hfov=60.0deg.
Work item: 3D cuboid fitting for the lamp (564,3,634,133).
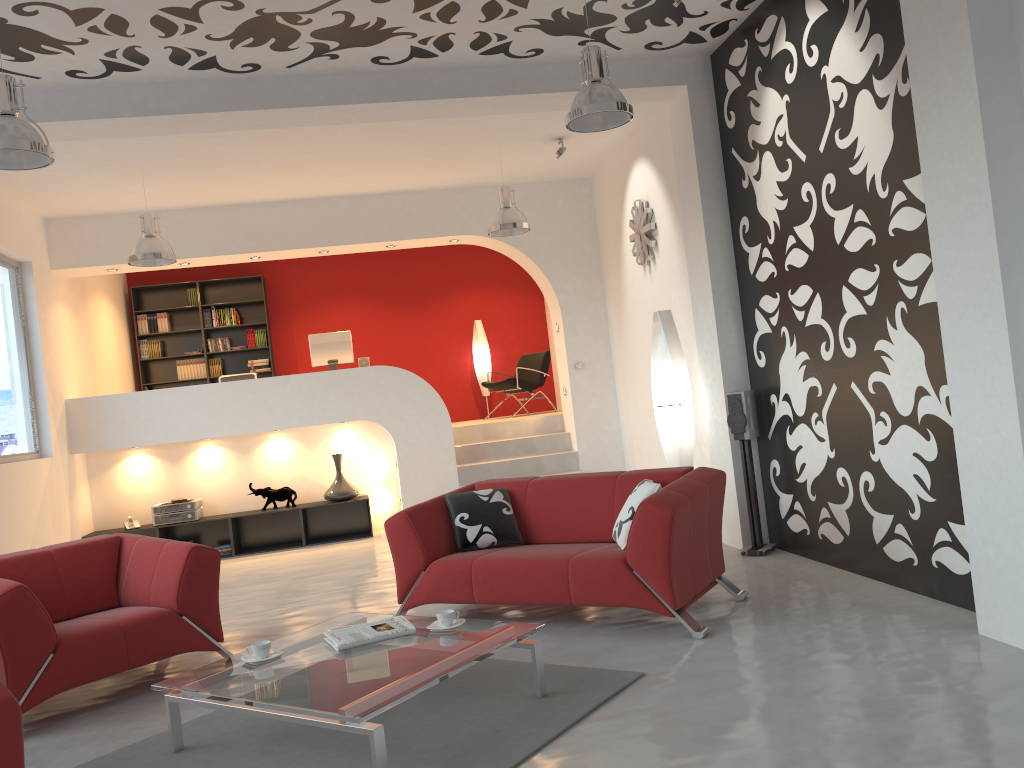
[{"bbox_3d":[0.435,-1.840,4.891,0.379,0.800,0.379,-6,-1,-17],"label":"lamp"}]

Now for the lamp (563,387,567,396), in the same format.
[{"bbox_3d":[0.576,0.080,9.677,0.011,0.105,0.105,-7,-1,-10],"label":"lamp"}]

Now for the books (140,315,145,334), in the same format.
[{"bbox_3d":[-4.749,-0.754,11.457,0.040,0.260,0.200,-7,-1,-10],"label":"books"}]

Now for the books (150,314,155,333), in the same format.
[{"bbox_3d":[-4.630,-0.768,11.478,0.040,0.260,0.200,-7,-1,-10],"label":"books"}]

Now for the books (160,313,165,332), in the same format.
[{"bbox_3d":[-4.511,-0.782,11.499,0.040,0.260,0.200,-7,-1,-10],"label":"books"}]

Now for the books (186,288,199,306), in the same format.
[{"bbox_3d":[-4.151,-1.116,11.584,0.146,0.240,0.170,-7,-1,-10],"label":"books"}]

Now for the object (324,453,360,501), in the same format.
[{"bbox_3d":[-1.792,0.969,9.228,0.369,0.481,0.369,-6,-1,-45],"label":"object"}]

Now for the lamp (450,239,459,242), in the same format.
[{"bbox_3d":[-0.619,-1.538,9.528,0.105,0.011,0.105,-6,-1,-21],"label":"lamp"}]

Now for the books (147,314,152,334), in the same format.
[{"bbox_3d":[-4.670,-0.763,11.471,0.040,0.260,0.200,-7,-1,-10],"label":"books"}]

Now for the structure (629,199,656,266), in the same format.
[{"bbox_3d":[1.168,-1.369,8.035,0.090,0.596,0.596,-7,-1,-10],"label":"structure"}]

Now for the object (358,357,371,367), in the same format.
[{"bbox_3d":[-1.631,-0.217,9.771,0.133,0.147,0.151,-6,-1,-26],"label":"object"}]

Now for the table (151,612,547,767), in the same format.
[{"bbox_3d":[-0.626,1.242,3.617,1.162,0.286,1.097,-7,-1,35],"label":"table"}]

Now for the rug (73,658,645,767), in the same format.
[{"bbox_3d":[-0.602,1.386,3.624,1.700,0.025,1.700,-7,-1,35],"label":"rug"}]

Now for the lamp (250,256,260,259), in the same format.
[{"bbox_3d":[-2.656,-1.304,9.171,0.105,0.011,0.105,-6,-1,-21],"label":"lamp"}]

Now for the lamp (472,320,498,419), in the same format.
[{"bbox_3d":[-0.392,-0.198,12.108,0.237,1.349,0.237,-7,-1,-2],"label":"lamp"}]

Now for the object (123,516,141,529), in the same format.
[{"bbox_3d":[-3.770,1.369,8.792,0.130,0.117,0.146,-6,-1,-35],"label":"object"}]

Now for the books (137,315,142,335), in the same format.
[{"bbox_3d":[-4.789,-0.750,11.450,0.040,0.260,0.200,-7,-1,-10],"label":"books"}]

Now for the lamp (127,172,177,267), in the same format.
[{"bbox_3d":[-3.016,-1.399,7.329,0.379,0.800,0.379,-6,-1,-39],"label":"lamp"}]

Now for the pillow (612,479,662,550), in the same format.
[{"bbox_3d":[0.683,0.707,4.843,0.288,0.343,0.402,-7,-1,-2],"label":"pillow"}]

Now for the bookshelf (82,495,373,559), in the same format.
[{"bbox_3d":[-2.827,1.530,9.031,2.764,0.397,0.405,-7,-1,-10],"label":"bookshelf"}]

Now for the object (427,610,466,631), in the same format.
[{"bbox_3d":[-0.288,1.027,3.861,0.153,0.069,0.153,-7,-1,17],"label":"object"}]

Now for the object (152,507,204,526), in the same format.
[{"bbox_3d":[-3.366,1.332,8.942,0.430,0.100,0.365,-7,-1,-10],"label":"object"}]

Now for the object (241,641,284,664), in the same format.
[{"bbox_3d":[-1.040,1.113,3.691,0.153,0.069,0.153,-6,-1,-43],"label":"object"}]

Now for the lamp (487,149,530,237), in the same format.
[{"bbox_3d":[-0.071,-1.738,7.846,0.379,0.800,0.379,-6,-1,-39],"label":"lamp"}]

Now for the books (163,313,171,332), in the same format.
[{"bbox_3d":[-4.471,-0.786,11.506,0.040,0.260,0.200,-7,-1,-10],"label":"books"}]

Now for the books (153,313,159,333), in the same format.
[{"bbox_3d":[-4.591,-0.773,11.485,0.040,0.260,0.200,-7,-1,-10],"label":"books"}]

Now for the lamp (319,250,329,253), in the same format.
[{"bbox_3d":[-1.971,-1.383,9.291,0.105,0.011,0.105,-6,-1,-21],"label":"lamp"}]

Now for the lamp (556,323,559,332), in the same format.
[{"bbox_3d":[0.495,-0.615,9.687,0.011,0.105,0.105,-7,-1,-10],"label":"lamp"}]

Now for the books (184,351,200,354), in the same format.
[{"bbox_3d":[-4.168,-0.409,11.565,0.190,0.015,0.135,-7,-1,-10],"label":"books"}]

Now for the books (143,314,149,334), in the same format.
[{"bbox_3d":[-4.710,-0.759,11.464,0.040,0.260,0.200,-7,-1,-10],"label":"books"}]

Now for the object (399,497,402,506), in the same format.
[{"bbox_3d":[-1.183,1.239,9.403,0.011,0.105,0.105,-7,-1,-10],"label":"object"}]

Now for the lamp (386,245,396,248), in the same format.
[{"bbox_3d":[-1.286,-1.462,9.411,0.105,0.011,0.105,-6,-1,-21],"label":"lamp"}]

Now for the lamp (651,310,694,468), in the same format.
[{"bbox_3d":[1.260,0.322,6.820,0.313,1.779,0.313,-7,-1,-2],"label":"lamp"}]

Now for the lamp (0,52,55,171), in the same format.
[{"bbox_3d":[-2.510,-1.501,4.374,0.379,0.800,0.379,-7,-1,19],"label":"lamp"}]

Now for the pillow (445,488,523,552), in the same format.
[{"bbox_3d":[-0.171,0.815,5.348,0.402,0.343,0.288,-6,-1,-17],"label":"pillow"}]

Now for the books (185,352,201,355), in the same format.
[{"bbox_3d":[-4.148,-0.396,11.568,0.190,0.015,0.135,-7,-1,-10],"label":"books"}]

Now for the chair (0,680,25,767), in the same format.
[{"bbox_3d":[-1.978,1.163,2.360,1.288,0.738,0.951,-7,-1,40],"label":"chair"}]

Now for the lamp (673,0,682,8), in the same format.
[{"bbox_3d":[0.945,-2.208,4.980,0.112,0.176,0.118,-7,-1,32],"label":"lamp"}]

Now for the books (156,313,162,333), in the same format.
[{"bbox_3d":[-4.551,-0.777,11.492,0.040,0.260,0.200,-7,-1,-10],"label":"books"}]

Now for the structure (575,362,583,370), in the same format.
[{"bbox_3d":[0.714,-0.191,9.448,0.080,0.080,0.016,-7,-1,-10],"label":"structure"}]

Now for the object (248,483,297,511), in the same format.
[{"bbox_3d":[-2.466,1.140,9.131,0.507,0.296,0.191,-7,-1,6],"label":"object"}]

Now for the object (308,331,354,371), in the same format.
[{"bbox_3d":[-1.963,-0.333,9.668,0.458,0.452,0.230,-7,-1,-10],"label":"object"}]

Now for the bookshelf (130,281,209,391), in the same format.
[{"bbox_3d":[-4.349,-0.177,11.473,0.816,2.213,0.305,-7,-1,-10],"label":"bookshelf"}]

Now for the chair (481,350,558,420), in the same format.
[{"bbox_3d":[0.065,0.015,11.385,0.768,0.795,0.664,-6,-1,-35],"label":"chair"}]

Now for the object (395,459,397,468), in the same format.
[{"bbox_3d":[-1.230,0.842,9.409,0.011,0.105,0.105,-7,-1,-10],"label":"object"}]

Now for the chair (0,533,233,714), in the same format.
[{"bbox_3d":[-2.237,1.225,4.607,0.951,0.738,1.288,-7,-1,40],"label":"chair"}]

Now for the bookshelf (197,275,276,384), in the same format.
[{"bbox_3d":[-3.550,-0.269,11.613,0.816,2.213,0.305,-7,-1,-10],"label":"bookshelf"}]

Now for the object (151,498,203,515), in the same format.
[{"bbox_3d":[-3.379,1.235,8.951,0.430,0.077,0.349,-7,-1,-10],"label":"object"}]

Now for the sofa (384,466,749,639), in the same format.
[{"bbox_3d":[0.261,0.939,5.098,1.929,0.738,0.951,-7,-1,30],"label":"sofa"}]

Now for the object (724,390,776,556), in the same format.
[{"bbox_3d":[1.623,0.604,6.078,0.214,1.112,0.229,-7,-1,35],"label":"object"}]

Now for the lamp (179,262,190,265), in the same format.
[{"bbox_3d":[-3.341,-1.225,9.051,0.105,0.011,0.105,-6,-1,-21],"label":"lamp"}]

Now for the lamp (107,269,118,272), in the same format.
[{"bbox_3d":[-4.026,-1.146,8.931,0.105,0.011,0.105,-7,-1,-6],"label":"lamp"}]

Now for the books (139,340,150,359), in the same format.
[{"bbox_3d":[-4.732,-0.436,11.462,0.090,0.256,0.181,-7,-1,-10],"label":"books"}]

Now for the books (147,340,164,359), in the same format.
[{"bbox_3d":[-4.613,-0.441,11.481,0.146,0.240,0.170,-7,-1,-10],"label":"books"}]

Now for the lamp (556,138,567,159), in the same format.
[{"bbox_3d":[0.438,-2.106,7.935,0.112,0.176,0.118,-7,-1,32],"label":"lamp"}]

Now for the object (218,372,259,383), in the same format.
[{"bbox_3d":[-2.925,0.006,9.573,0.397,0.217,0.458,-7,-1,-10],"label":"object"}]
